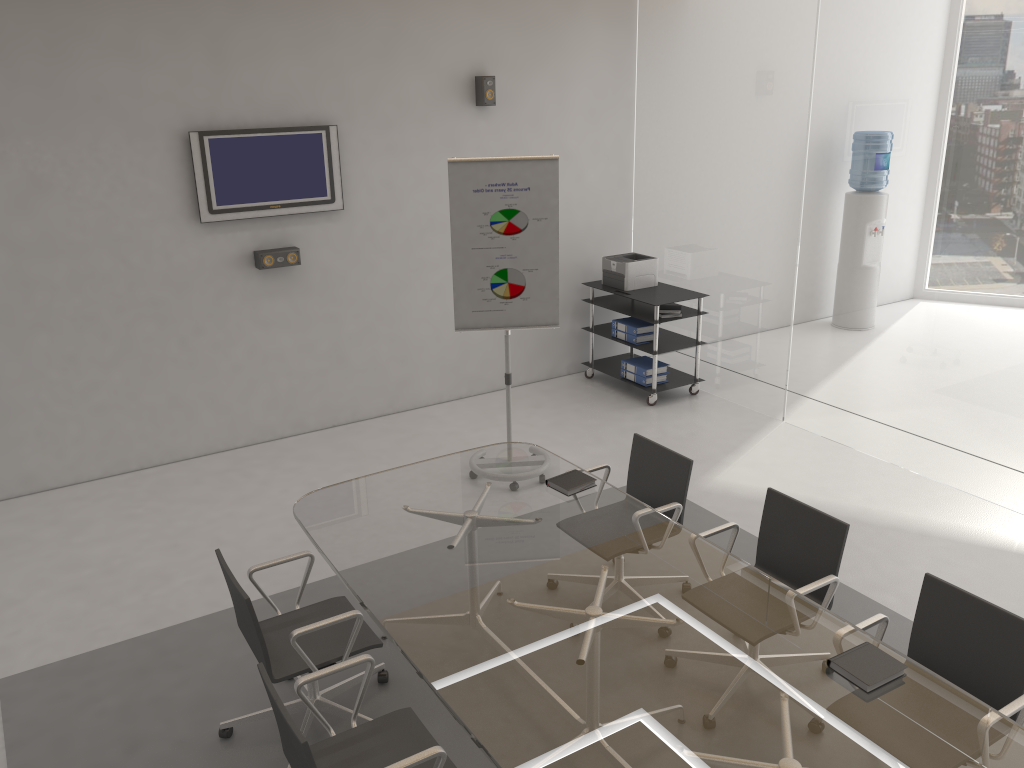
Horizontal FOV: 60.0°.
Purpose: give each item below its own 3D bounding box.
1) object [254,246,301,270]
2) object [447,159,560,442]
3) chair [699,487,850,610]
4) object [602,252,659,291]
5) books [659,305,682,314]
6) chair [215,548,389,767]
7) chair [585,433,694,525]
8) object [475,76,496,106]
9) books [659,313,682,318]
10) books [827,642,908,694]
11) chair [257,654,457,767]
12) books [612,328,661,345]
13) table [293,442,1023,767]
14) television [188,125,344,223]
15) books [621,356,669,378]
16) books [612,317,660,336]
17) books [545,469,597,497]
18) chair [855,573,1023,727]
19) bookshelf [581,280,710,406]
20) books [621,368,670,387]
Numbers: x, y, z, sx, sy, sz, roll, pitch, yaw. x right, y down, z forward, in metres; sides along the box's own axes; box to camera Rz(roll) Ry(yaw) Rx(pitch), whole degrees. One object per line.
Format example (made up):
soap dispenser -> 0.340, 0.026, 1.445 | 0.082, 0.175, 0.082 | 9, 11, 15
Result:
object -> -1.647, -0.885, 6.241 | 0.298, 0.117, 0.123 | -12, 22, -29
object -> -0.030, -0.365, 5.623 | 0.560, 2.088, 0.553 | 16, 26, 41
chair -> 1.009, 0.947, 3.709 | 0.731, 0.805, 0.710 | 15, 25, 39
object -> 0.997, -0.954, 7.497 | 0.350, 0.235, 0.351 | -12, 22, -29
books -> 1.264, -0.598, 7.105 | 0.183, 0.032, 0.164 | 3, 19, 12
chair -> -0.798, 1.026, 3.591 | 0.731, 0.805, 0.710 | 15, 25, 39
chair -> 0.508, 0.743, 4.335 | 0.731, 0.805, 0.710 | 15, 25, 39
object -> -0.197, -2.227, 6.741 | 0.117, 0.216, 0.123 | -12, 22, -29
books -> 1.254, -0.566, 7.112 | 0.170, 0.028, 0.146 | -5, 19, -12
books -> 1.125, 0.895, 2.810 | 0.183, 0.032, 0.164 | -12, 22, -28
chair -> -0.434, 1.256, 2.899 | 0.731, 0.805, 0.710 | 15, 25, 39
books -> 1.035, -0.414, 7.410 | 0.263, 0.077, 0.320 | -12, 22, -29
table -> 0.301, 1.143, 3.301 | 1.372, 0.721, 3.054 | -12, 22, -29
television -> -1.661, -1.449, 6.082 | 1.013, 0.590, 0.049 | -12, 22, -29
books -> 1.108, -0.144, 7.365 | 0.263, 0.077, 0.320 | -12, 22, -29
books -> 1.035, -0.484, 7.387 | 0.263, 0.077, 0.320 | -12, 22, -29
books -> 0.277, 0.458, 4.136 | 0.183, 0.032, 0.164 | -15, 23, -35
chair -> 1.379, 1.175, 3.020 | 0.731, 0.805, 0.710 | 15, 25, 39
bookshelf -> 1.101, -0.384, 7.511 | 0.567, 0.855, 0.985 | -12, 22, -29
books -> 1.109, -0.075, 7.388 | 0.263, 0.077, 0.320 | -12, 22, -29
